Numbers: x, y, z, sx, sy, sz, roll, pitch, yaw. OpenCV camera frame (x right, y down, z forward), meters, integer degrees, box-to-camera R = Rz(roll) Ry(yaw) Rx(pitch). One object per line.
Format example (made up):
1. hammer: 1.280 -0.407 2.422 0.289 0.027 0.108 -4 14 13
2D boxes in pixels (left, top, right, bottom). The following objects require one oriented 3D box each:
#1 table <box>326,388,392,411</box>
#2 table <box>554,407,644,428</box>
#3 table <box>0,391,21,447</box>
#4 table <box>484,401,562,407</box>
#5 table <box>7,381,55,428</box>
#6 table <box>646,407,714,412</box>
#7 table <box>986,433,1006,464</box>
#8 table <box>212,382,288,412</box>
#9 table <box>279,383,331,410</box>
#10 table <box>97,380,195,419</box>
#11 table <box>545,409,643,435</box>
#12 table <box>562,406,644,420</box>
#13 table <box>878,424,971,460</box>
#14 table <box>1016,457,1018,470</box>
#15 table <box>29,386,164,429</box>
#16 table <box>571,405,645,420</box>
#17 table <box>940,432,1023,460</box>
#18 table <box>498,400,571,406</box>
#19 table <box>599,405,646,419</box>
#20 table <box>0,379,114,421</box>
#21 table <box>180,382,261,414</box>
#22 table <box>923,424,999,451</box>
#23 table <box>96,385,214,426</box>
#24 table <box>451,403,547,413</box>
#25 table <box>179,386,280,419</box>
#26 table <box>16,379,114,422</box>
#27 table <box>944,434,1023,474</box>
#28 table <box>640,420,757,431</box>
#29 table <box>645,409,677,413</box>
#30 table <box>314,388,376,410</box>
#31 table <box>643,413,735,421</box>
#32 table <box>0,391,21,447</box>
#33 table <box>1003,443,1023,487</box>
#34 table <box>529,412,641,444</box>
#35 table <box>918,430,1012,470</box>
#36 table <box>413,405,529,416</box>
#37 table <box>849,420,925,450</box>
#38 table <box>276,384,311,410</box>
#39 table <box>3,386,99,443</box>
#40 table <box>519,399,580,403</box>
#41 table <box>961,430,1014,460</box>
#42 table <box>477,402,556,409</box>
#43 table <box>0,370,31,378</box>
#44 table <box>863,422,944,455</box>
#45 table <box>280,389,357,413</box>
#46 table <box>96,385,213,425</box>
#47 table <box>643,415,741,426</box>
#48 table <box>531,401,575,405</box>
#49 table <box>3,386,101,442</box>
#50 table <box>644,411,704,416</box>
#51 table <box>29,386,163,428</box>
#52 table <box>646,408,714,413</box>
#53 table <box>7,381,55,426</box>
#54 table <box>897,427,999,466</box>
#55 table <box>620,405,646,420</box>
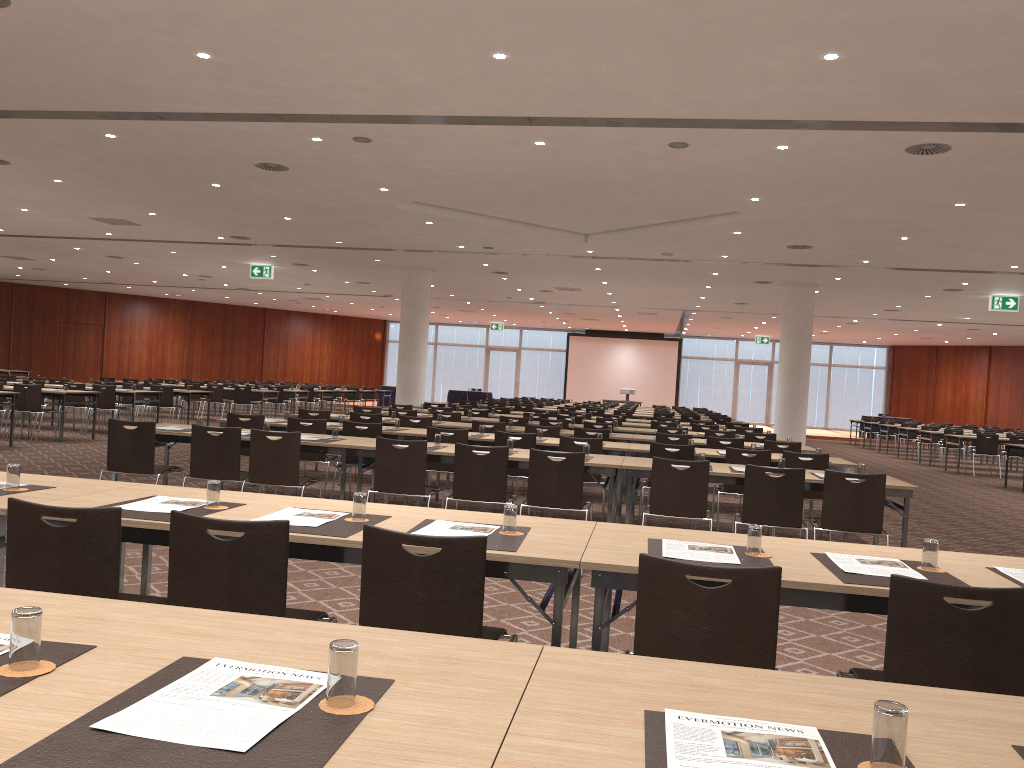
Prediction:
1. table: -5.612 0.592 32.456 2.267 0.833 0.953 3 0 9
2. table: 2.259 1.098 23.098 2.267 0.833 0.953 3 0 9
3. table: -8.691 0.473 13.201 2.267 0.833 0.953 3 0 9
4. table: 0.338 0.974 25.431 2.267 0.833 0.953 3 0 9
5. table: -10.297 0.362 17.508 2.267 0.833 0.953 3 0 9
6. table: 5.760 1.282 30.641 2.267 0.833 0.953 3 0 9
7. table: 13.789 1.791 23.283 2.267 0.833 0.953 3 0 9
8. table: -8.481 0.432 28.864 2.267 0.833 0.953 3 0 9
9. table: -7.849 0.456 32.813 2.267 0.833 0.953 3 0 9
10. table: -9.428 0.395 22.939 2.267 0.833 0.953 3 0 9
11. table: 1.943 1.086 21.124 2.267 0.833 0.953 3 0 9
12. table: 2.575 1.110 25.073 2.267 0.833 0.953 3 0 9
13. table: 11.868 1.668 25.615 2.267 0.833 0.953 3 0 9
14. table: 13.473 1.779 21.308 2.267 0.833 0.953 3 0 9
15. table: -8.059 0.498 17.151 2.267 0.833 0.953 3 0 9
16. table: 2.891 1.122 27.048 2.267 0.833 0.953 3 0 9
17. table: 14.421 1.816 27.233 2.267 0.833 0.953 3 0 9
18. table: 0.653 0.986 27.405 2.267 0.833 0.953 3 0 9
19. table: 3.207 1.134 29.023 2.267 0.833 0.953 3 0 9
20. table: -9.981 0.374 19.483 2.267 0.833 0.953 3 0 9
21. table: -8.796 0.419 26.889 2.267 0.833 0.953 3 0 9
22. table: 14.737 1.828 29.208 2.267 0.833 0.953 3 0 9
23. table: -7.743 0.510 19.126 2.267 0.833 0.953 3 0 9
24. table: -0.294 0.950 21.481 2.267 0.833 0.953 3 0 9
25. table: -7.191 0.531 22.582 2.267 0.833 0.953 3 0 9
26. table: -9.981 0.374 19.483 2.267 0.833 0.953 3 0 9
27. table: 10.920 1.631 19.690 2.267 0.833 0.953 3 0 9
28. table: 3.628 1.201 17.310 2.267 0.833 0.953 3 0 9
29. table: 5.128 1.258 26.691 2.267 0.833 0.953 3 0 9
30. table: -5.927 0.580 30.481 2.267 0.833 0.953 3 0 9
31. table: 4.496 1.234 22.741 2.267 0.833 0.953 3 0 9
32. table: -8.691 0.473 13.201 2.267 0.833 0.953 3 0 9
33. table: 10.367 1.610 16.234 2.267 0.833 0.953 3 0 9
34. table: 1.391 1.065 17.668 2.267 0.833 0.953 3 0 9
35. table: 11.236 1.643 21.665 2.267 0.833 0.953 3 0 9
36. table: -0.847 0.929 18.025 2.267 0.833 0.953 3 0 9
37. table: 12.499 1.692 29.565 2.267 0.833 0.953 3 0 9
38. table: -8.165 0.444 30.839 2.267 0.833 0.953 3 0 9
39. table: -8.375 0.486 15.176 2.267 0.833 0.953 3 0 9
40. table: 1.285 1.011 31.355 2.267 0.833 0.953 3 0 9
41. table: 14.105 1.804 25.258 2.267 0.833 0.953 3 0 9
42. table: 0.022 0.962 23.456 2.267 0.833 0.953 3 0 9
43. table: -16.626 -0.056 28.139 2.267 0.833 0.953 3 0 9
44. table: 12.183 1.680 27.590 2.267 0.833 0.953 3 0 9
45. table: -6.243 0.567 28.506 2.267 0.833 0.953 3 0 9
46. table: -7.743 0.510 19.126 2.267 0.833 0.953 3 0 9
47. table: 4.181 1.222 20.766 2.267 0.833 0.953 3 0 9
48. table: 0.969 0.999 29.380 2.267 0.833 0.953 3 0 9
49. table: -8.375 0.486 15.176 2.267 0.833 0.953 3 0 9
50. table: 4.812 1.246 24.716 2.267 0.833 0.953 3 0 9
51. table: -8.059 0.498 17.151 2.267 0.833 0.953 3 0 9
52. table: 5.444 1.270 28.666 2.267 0.833 0.953 3 0 9
53. table: -10.297 0.362 17.508 2.267 0.833 0.953 3 0 9
54. table: 11.552 1.655 23.640 2.267 0.833 0.953 3 0 9
55. table: 3.522 1.147 30.998 2.267 0.833 0.953 3 0 9
